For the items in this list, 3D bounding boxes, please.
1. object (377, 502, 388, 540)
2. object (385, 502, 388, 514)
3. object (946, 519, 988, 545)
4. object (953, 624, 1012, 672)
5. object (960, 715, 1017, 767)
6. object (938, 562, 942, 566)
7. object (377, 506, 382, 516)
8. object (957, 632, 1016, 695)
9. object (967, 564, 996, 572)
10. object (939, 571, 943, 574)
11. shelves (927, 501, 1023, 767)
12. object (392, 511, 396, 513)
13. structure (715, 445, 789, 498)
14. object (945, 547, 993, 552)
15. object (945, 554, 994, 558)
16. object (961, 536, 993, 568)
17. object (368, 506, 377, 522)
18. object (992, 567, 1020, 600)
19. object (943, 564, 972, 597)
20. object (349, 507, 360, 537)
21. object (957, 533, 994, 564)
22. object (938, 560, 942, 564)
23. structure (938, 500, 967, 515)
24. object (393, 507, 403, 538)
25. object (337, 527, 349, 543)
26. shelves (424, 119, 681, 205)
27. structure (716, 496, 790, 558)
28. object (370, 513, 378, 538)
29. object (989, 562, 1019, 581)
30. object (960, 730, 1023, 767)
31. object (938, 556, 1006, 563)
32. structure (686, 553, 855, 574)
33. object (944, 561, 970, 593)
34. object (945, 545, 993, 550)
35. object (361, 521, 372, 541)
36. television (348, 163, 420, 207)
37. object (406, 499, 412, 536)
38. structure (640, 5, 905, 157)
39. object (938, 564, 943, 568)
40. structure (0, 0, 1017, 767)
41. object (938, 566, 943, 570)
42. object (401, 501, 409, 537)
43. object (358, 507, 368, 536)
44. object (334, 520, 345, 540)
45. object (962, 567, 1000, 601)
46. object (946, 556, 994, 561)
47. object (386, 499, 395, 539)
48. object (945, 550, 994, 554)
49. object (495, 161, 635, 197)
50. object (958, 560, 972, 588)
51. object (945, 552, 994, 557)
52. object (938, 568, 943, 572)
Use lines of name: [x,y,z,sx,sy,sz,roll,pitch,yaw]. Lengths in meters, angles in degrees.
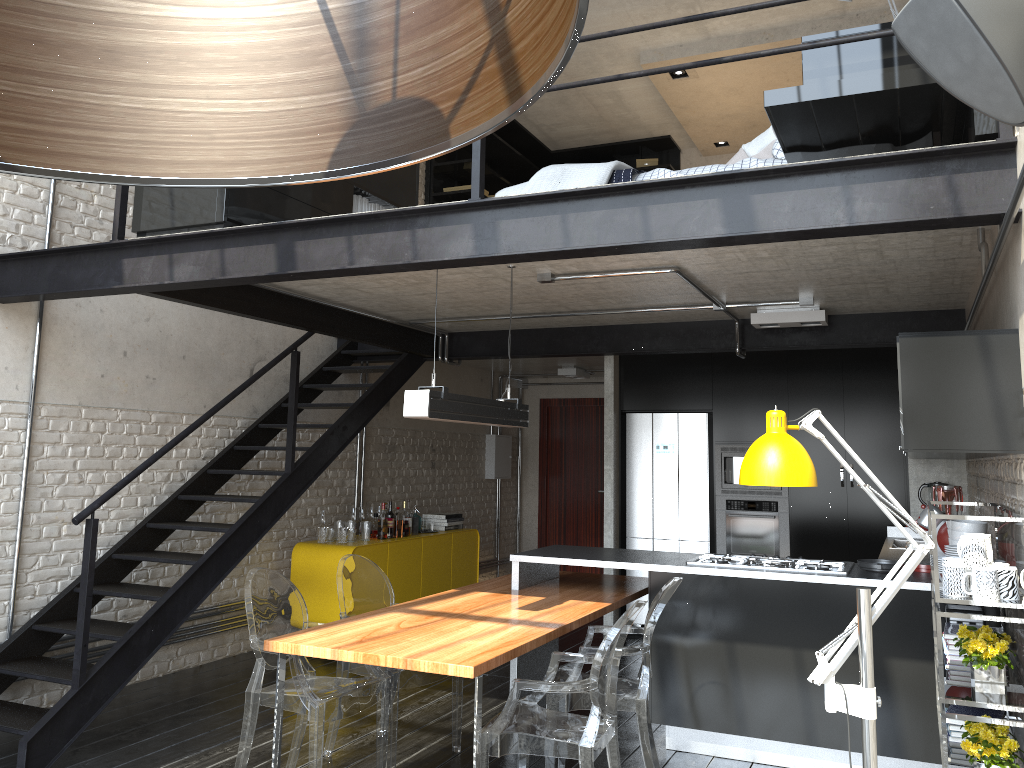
object: [-1.077,1.140,7.377,0.081,0.311,0.080,-1,-8,16]
object: [-1.090,1.165,7.598,0.114,0.294,0.114,7,-10,-37]
object: [1.975,0.691,3.836,0.150,0.218,0.307,-2,-7,22]
object: [1.712,0.972,3.222,0.182,0.193,0.174,7,-9,-43]
object: [1.705,1.290,3.170,0.182,0.193,0.174,-4,-8,36]
object: [1.793,0.719,3.468,0.251,0.031,0.250,2,-5,-7]
object: [-1.177,1.209,7.878,0.092,0.247,0.092,3,-8,-15]
object: [1.635,0.956,3.050,0.182,0.193,0.174,-4,-8,36]
object: [1.638,0.683,3.094,0.108,0.101,0.082,-4,-9,38]
object: [1.793,0.752,3.464,0.251,0.031,0.250,2,-5,-7]
shelves: [1.797,0.952,3.431,0.288,0.934,1.242,-3,-7,24]
object: [-1.033,1.215,7.706,0.100,0.213,0.100,-5,-10,39]
structure: [2.055,0.734,7.473,0.581,0.424,0.445,-2,-7,24]
object: [1.795,0.662,3.476,0.170,0.030,0.169,-2,-6,29]
object: [1.794,0.688,3.472,0.170,0.030,0.169,-2,-6,29]
object: [1.606,0.578,3.050,0.108,0.101,0.082,0,-7,13]
object: [-1.228,1.199,7.766,0.092,0.247,0.092,3,-8,-15]
object: [1.688,0.678,3.014,0.108,0.101,0.082,5,-8,-31]
object: [1.543,0.678,3.051,0.108,0.101,0.082,0,-7,13]
object: [-1.347,1.178,7.541,0.092,0.247,0.092,3,-8,-15]
object: [1.662,0.589,3.171,0.108,0.101,0.082,-4,-9,38]
object: [1.794,0.711,3.470,0.251,0.031,0.250,2,-5,-7]
structure: [2.971,0.937,5.956,0.177,0.313,0.088,-2,-9,24]
object: [-0.977,1.183,7.562,0.067,0.260,0.099,-3,-9,29]
object: [-1.336,1.196,6.994,0.095,0.120,0.095,-5,-9,41]
shelves: [0.567,-1.629,10.045,2.122,2.815,2.655,-2,-7,24]
structure: [2.039,1.221,7.385,0.581,0.562,0.481,-2,-7,24]
object: [-1.154,1.197,7.479,0.087,0.208,0.087,8,-10,-40]
object: [1.738,0.689,3.138,0.108,0.101,0.082,-2,-7,23]
object: [1.634,1.274,3.003,0.182,0.193,0.174,7,-9,-43]
object: [1.794,0.703,3.471,0.251,0.031,0.250,2,-5,-7]
structure: [1.391,0.954,4.753,0.811,0.026,0.498,-1,-5,24]
object: [1.590,0.687,3.154,0.108,0.101,0.082,5,-8,-31]
object: [1.795,0.654,3.477,0.170,0.030,0.169,-2,-6,29]
object: [-1.193,1.200,7.230,0.087,0.156,0.087,-5,-9,37]
television: [-0.993,-1.587,5.948,0.296,0.869,1.309,-3,-7,24]
object: [-0.911,1.168,7.757,0.073,0.323,0.072,-1,-8,15]
structure: [2.946,-1.605,8.920,2.591,2.976,2.771,-2,-7,24]
object: [1.793,0.728,3.467,0.251,0.031,0.250,2,-5,-7]
structure: [0.138,0.223,5.179,4.779,3.370,3.760,-2,-7,24]
object: [1.793,0.736,3.466,0.251,0.031,0.250,2,-5,-7]
object: [-0.935,1.168,7.672,0.081,0.310,0.080,-2,-9,18]
object: [-1.291,1.188,7.650,0.092,0.247,0.092,3,-8,-15]
object: [-1.416,1.197,7.235,0.087,0.156,0.087,-5,-9,37]
object: [1.586,0.674,2.993,0.108,0.101,0.082,-4,-9,38]
object: [1.794,0.697,3.471,0.170,0.030,0.169,-2,-6,29]
object: [-1.032,1.137,7.481,0.080,0.332,0.079,-1,-8,15]
object: [1.794,0.671,3.474,0.170,0.030,0.169,-2,-6,29]
object: [0.590,-0.920,5.564,0.681,0.665,2.501,-2,-6,25]
object: [1.672,0.692,3.201,0.108,0.101,0.082,0,-7,13]
object: [1.794,0.680,3.473,0.170,0.030,0.169,-2,-6,29]
object: [1.793,0.744,3.465,0.251,0.031,0.250,2,-5,-7]
